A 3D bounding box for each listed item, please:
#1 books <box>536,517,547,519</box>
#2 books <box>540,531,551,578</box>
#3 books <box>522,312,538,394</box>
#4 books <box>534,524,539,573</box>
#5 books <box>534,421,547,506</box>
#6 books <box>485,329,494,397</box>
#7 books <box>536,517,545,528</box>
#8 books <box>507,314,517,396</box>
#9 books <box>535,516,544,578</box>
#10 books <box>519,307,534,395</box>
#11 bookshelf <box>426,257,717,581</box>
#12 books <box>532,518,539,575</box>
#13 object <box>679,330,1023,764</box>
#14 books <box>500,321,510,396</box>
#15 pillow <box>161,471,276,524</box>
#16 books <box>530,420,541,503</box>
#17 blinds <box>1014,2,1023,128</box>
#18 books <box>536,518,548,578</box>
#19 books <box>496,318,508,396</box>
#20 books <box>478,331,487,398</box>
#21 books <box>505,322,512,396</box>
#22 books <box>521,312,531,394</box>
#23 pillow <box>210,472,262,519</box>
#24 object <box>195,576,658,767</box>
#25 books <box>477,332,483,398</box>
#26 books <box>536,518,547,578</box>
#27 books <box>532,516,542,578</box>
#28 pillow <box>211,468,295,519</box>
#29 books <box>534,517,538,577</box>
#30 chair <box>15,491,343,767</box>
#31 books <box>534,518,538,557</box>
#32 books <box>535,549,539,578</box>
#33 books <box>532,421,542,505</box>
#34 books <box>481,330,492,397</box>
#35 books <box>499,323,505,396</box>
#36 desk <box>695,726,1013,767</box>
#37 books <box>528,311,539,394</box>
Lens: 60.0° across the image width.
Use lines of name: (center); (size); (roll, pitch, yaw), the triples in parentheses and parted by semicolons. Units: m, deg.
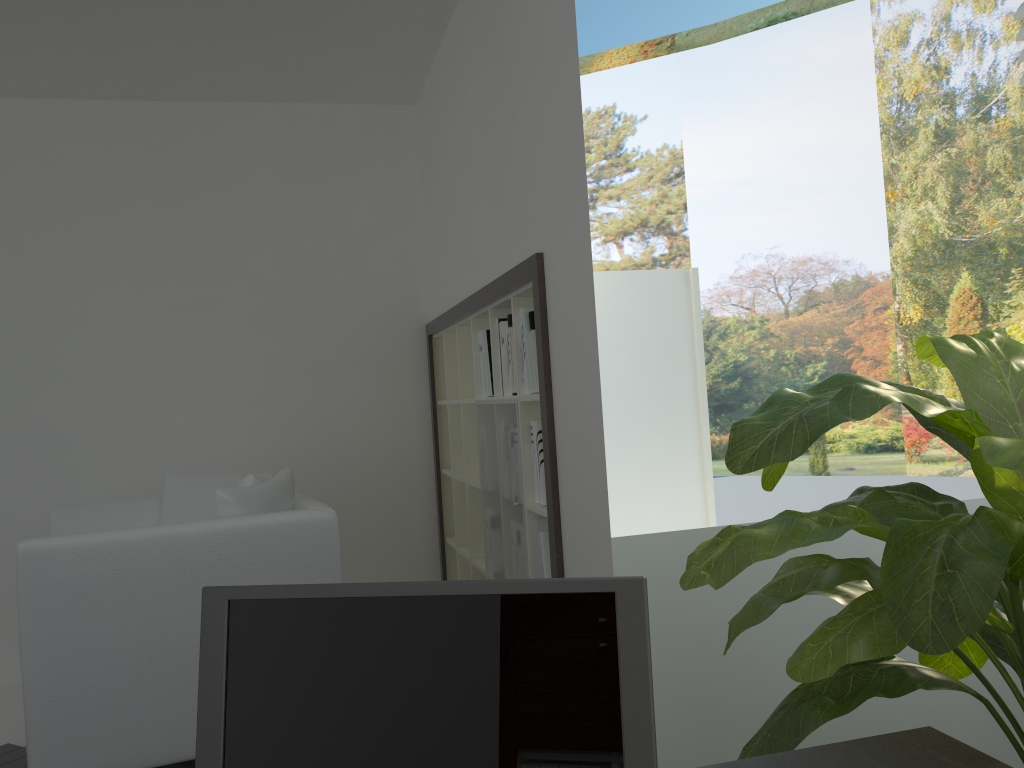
books: (0.192, 0.560, 2.781); (0.214, 0.299, 0.032); (-3, -2, -14)
books: (0.198, 0.580, 2.747); (0.207, 0.260, 0.060); (-3, -2, -14)
books: (0.145, -0.100, 2.765); (0.208, 0.258, 0.058); (-3, -2, -14)
books: (0.183, 0.564, 2.802); (0.211, 0.297, 0.032); (-3, -2, -14)
books: (0.180, 0.238, 2.747); (0.207, 0.260, 0.060); (-3, -2, -14)
books: (0.011, -0.085, 3.380); (0.207, 0.258, 0.058); (-3, -2, -14)
books: (0.190, 0.561, 2.786); (0.214, 0.299, 0.032); (-3, -2, -14)
books: (0.095, -0.103, 2.994); (0.207, 0.272, 0.053); (-3, -2, -14)
books: (0.184, 0.561, 2.791); (0.216, 0.301, 0.032); (-3, -2, -14)
books: (0.134, -0.109, 2.840); (0.207, 0.276, 0.040); (-3, -2, -14)
bookshelf: (0.099, 0.400, 3.543); (0.502, 1.497, 2.098); (-3, -1, -14)
books: (0.182, 0.561, 2.807); (0.219, 0.303, 0.032); (-3, -2, -14)
object: (0.864, 0.498, 1.410); (1.026, 1.199, 1.120); (-3, -2, -35)
books: (0.069, -0.093, 3.084); (0.207, 0.258, 0.040); (-3, -2, -14)
pillow: (-1.198, 0.601, 3.609); (0.496, 0.504, 0.235); (-4, -2, 7)
books: (0.167, 0.240, 2.823); (0.207, 0.258, 0.040); (-3, -2, -14)
blinds: (1.739, -1.917, 0.461); (1.219, 4.267, 3.916); (-4, -1, 5)
books: (0.191, 0.563, 2.770); (0.211, 0.297, 0.032); (-3, -2, -14)
books: (0.054, -0.099, 3.166); (0.207, 0.276, 0.040); (-3, -2, -14)
books: (-0.020, -0.082, 3.447); (0.207, 0.258, 0.040); (-3, -2, -14)
books: (0.086, -0.091, 3.045); (0.207, 0.252, 0.040); (-3, -2, -14)
books: (0.143, -0.102, 2.791); (0.207, 0.260, 0.060); (-3, -2, -14)
pillow: (-1.050, 0.562, 3.332); (0.255, 0.467, 0.532); (-3, -1, -23)
object: (-0.102, 0.306, 0.575); (0.380, 0.288, 0.320); (-4, -1, 11)
books: (-0.026, -0.081, 3.494); (0.207, 0.258, 0.040); (-3, -2, -14)
books: (0.189, 0.563, 2.775); (0.211, 0.297, 0.032); (-3, -2, -14)
books: (0.177, 0.564, 2.823); (0.211, 0.297, 0.032); (-3, -2, -14)
pillow: (-0.904, 0.548, 3.057); (0.257, 0.474, 0.465); (-4, -1, 14)
books: (0.179, 0.564, 2.818); (0.211, 0.297, 0.032); (-3, -2, -14)
chair: (-1.196, 0.849, 3.226); (0.944, 0.817, 1.154); (-3, -1, -23)
books: (0.185, 0.563, 2.797); (0.211, 0.297, 0.032); (-3, -2, -14)
books: (0.181, 0.564, 2.813); (0.211, 0.297, 0.032); (-3, -2, -14)
books: (0.175, 0.239, 2.772); (0.208, 0.260, 0.060); (-3, -2, -13)
books: (-0.006, -0.083, 3.400); (0.208, 0.260, 0.060); (-3, -2, -13)
books: (0.064, -0.092, 3.125); (0.207, 0.258, 0.040); (-3, -2, -14)
desk: (-0.228, 0.807, 0.386); (1.813, 0.698, 0.974); (-3, -1, -14)
books: (0.164, -0.104, 2.752); (0.207, 0.258, 0.058); (-3, -2, -14)
